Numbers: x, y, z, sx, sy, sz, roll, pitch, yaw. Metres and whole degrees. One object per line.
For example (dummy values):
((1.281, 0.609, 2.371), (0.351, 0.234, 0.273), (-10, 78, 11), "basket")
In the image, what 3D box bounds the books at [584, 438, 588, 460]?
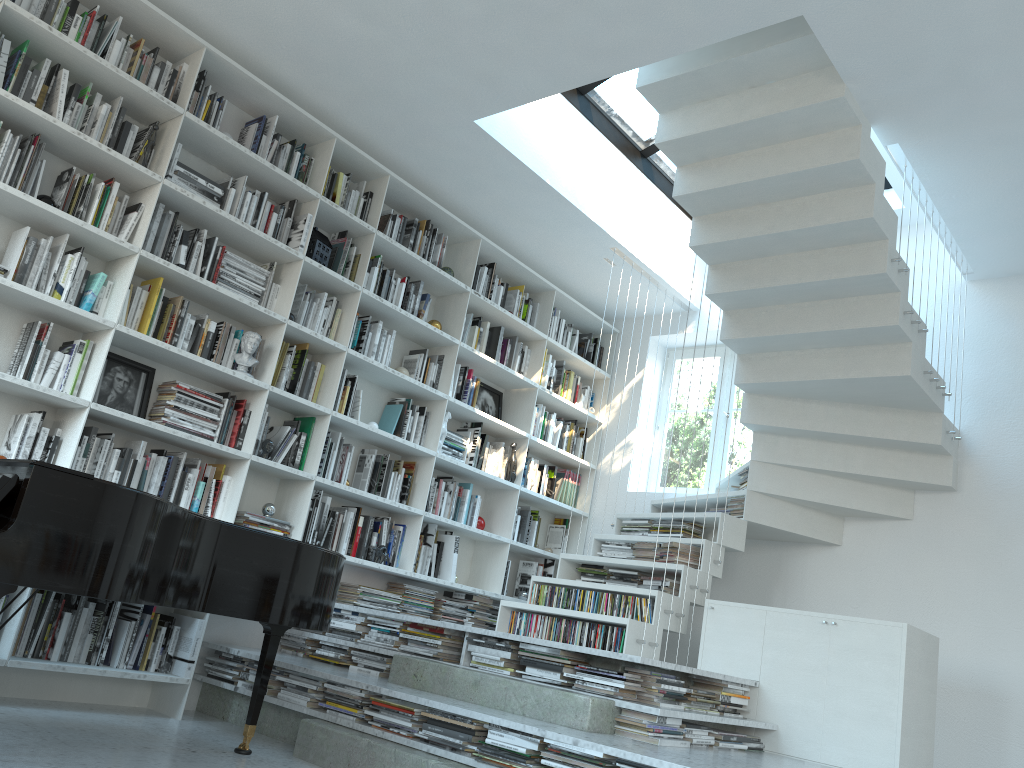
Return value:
((0.500, 0.528, 6.895), (0.184, 0.218, 0.022), (-3, -21, 40), "books")

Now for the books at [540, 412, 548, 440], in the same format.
((0.174, 0.333, 6.518), (0.158, 0.259, 0.013), (-3, -21, 40), "books")

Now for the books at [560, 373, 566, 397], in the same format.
((0.308, 0.020, 6.587), (0.184, 0.205, 0.014), (-3, -21, 40), "books")

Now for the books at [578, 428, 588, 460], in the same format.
((0.488, 0.483, 6.881), (0.186, 0.291, 0.042), (-3, -21, 40), "books")

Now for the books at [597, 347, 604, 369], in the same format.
((0.632, -0.178, 7.078), (0.187, 0.236, 0.025), (-3, -21, 40), "books")

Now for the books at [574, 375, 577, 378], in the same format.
((0.417, 0.073, 6.852), (0.151, 0.293, 0.011), (-3, -21, 40), "books")

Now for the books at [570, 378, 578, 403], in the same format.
((0.421, 0.082, 6.821), (0.160, 0.260, 0.022), (-3, -21, 40), "books")

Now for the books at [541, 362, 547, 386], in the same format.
((0.161, -0.062, 6.404), (0.165, 0.204, 0.024), (-3, -21, 40), "books")

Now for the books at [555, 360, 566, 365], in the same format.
((0.308, -0.029, 6.584), (0.152, 0.295, 0.022), (-3, -21, 40), "books")

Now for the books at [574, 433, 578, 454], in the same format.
((0.411, 0.482, 6.798), (0.177, 0.219, 0.025), (-3, -21, 40), "books")

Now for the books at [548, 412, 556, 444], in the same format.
((0.232, 0.353, 6.589), (0.166, 0.283, 0.030), (-3, -21, 40), "books")

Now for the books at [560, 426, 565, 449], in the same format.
((0.318, 0.432, 6.718), (0.146, 0.236, 0.028), (-3, -21, 40), "books")

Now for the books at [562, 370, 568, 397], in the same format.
((0.328, 0.017, 6.620), (0.165, 0.237, 0.013), (-3, -21, 40), "books")

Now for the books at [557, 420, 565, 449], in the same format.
((0.299, 0.401, 6.665), (0.184, 0.257, 0.023), (-3, -21, 40), "books")

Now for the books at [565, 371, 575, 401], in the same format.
((0.343, 0.028, 6.657), (0.248, 0.241, 0.042), (-3, -21, 40), "books")

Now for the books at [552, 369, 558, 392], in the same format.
((0.261, -0.003, 6.549), (0.135, 0.211, 0.025), (-3, -21, 40), "books")

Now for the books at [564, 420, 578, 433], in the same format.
((0.421, 0.437, 6.836), (0.140, 0.329, 0.013), (-3, -21, 40), "books")

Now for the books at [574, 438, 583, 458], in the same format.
((0.449, 0.511, 6.826), (0.192, 0.194, 0.029), (-3, -21, 40), "books")

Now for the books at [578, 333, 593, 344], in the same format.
((0.550, -0.251, 7.018), (0.162, 0.312, 0.014), (-3, -21, 40), "books")

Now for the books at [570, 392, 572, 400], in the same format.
((0.382, 0.110, 6.803), (0.156, 0.182, 0.034), (-3, -21, 40), "books")

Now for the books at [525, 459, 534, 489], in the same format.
((0.062, 0.660, 6.355), (0.180, 0.245, 0.026), (-3, -21, 40), "books")

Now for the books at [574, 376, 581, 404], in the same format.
((0.436, 0.081, 6.856), (0.163, 0.286, 0.024), (-3, -21, 40), "books")

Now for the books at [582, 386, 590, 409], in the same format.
((0.518, 0.142, 6.956), (0.163, 0.257, 0.029), (-3, -21, 40), "books")

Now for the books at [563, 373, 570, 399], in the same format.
((0.342, 0.028, 6.621), (0.174, 0.221, 0.013), (-3, -21, 40), "books")

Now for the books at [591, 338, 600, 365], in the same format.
((0.597, -0.224, 7.032), (0.190, 0.285, 0.014), (-3, -21, 40), "books")

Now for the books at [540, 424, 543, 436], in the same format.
((0.144, 0.365, 6.502), (0.157, 0.179, 0.027), (-3, -21, 40), "books")

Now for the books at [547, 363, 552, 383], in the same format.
((0.199, -0.050, 6.452), (0.161, 0.223, 0.049), (-3, -21, 40), "books")

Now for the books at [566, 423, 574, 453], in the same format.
((0.376, 0.431, 6.750), (0.188, 0.276, 0.013), (-3, -21, 40), "books")

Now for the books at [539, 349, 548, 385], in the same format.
((0.159, -0.110, 6.403), (0.183, 0.293, 0.010), (-3, -21, 40), "books")

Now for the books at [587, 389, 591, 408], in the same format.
((0.539, 0.159, 6.979), (0.160, 0.246, 0.040), (-3, -21, 40), "books")

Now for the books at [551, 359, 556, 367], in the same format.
((0.232, -0.049, 6.506), (0.158, 0.263, 0.023), (-3, -21, 40), "books")

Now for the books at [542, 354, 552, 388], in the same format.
((0.188, -0.081, 6.424), (0.189, 0.262, 0.026), (-3, -21, 40), "books")

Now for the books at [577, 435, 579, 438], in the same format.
((0.442, 0.504, 6.872), (0.131, 0.229, 0.024), (-3, -21, 40), "books")

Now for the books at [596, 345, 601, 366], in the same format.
((0.611, -0.188, 7.074), (0.185, 0.247, 0.014), (-3, -21, 40), "books")

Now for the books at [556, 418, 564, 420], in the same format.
((0.308, 0.398, 6.706), (0.132, 0.291, 0.024), (-3, -21, 40), "books")

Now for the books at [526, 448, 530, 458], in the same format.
((0.041, 0.619, 6.364), (0.141, 0.321, 0.013), (-3, -21, 40), "books")

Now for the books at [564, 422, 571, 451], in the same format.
((0.366, 0.424, 6.744), (0.151, 0.282, 0.012), (-3, -21, 40), "books")

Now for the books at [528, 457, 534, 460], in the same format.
((0.069, 0.659, 6.382), (0.157, 0.264, 0.022), (-3, -21, 40), "books")

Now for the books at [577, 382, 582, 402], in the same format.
((0.465, 0.112, 6.883), (0.154, 0.253, 0.070), (-3, -21, 40), "books")

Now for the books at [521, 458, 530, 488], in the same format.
((0.038, 0.650, 6.329), (0.170, 0.242, 0.022), (-3, -21, 40), "books")

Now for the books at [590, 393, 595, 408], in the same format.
((0.566, 0.180, 6.981), (0.170, 0.216, 0.011), (-3, -21, 40), "books")

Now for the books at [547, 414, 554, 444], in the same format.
((0.218, 0.354, 6.564), (0.172, 0.262, 0.022), (-3, -21, 40), "books")

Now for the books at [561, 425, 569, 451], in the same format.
((0.344, 0.433, 6.732), (0.160, 0.252, 0.025), (-3, -21, 40), "books")

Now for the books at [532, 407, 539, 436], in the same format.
((0.099, 0.294, 6.429), (0.173, 0.255, 0.026), (-3, -21, 40), "books")

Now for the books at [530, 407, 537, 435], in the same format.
((0.084, 0.286, 6.395), (0.182, 0.247, 0.023), (-3, -21, 40), "books")

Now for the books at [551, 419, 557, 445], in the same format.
((0.249, 0.384, 6.629), (0.161, 0.253, 0.012), (-3, -21, 40), "books")

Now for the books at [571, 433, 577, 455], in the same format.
((0.402, 0.477, 6.773), (0.188, 0.211, 0.025), (-3, -21, 40), "books")

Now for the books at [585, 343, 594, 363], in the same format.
((0.551, -0.210, 6.982), (0.192, 0.215, 0.012), (-3, -21, 40), "books")

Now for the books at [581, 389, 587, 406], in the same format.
((0.492, 0.146, 6.909), (0.180, 0.213, 0.023), (-3, -21, 40), "books")

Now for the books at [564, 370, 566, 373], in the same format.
((0.318, 0.009, 6.608), (0.144, 0.241, 0.022), (-3, -21, 40), "books")

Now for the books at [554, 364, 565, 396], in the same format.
((0.294, -0.016, 6.559), (0.189, 0.253, 0.023), (-3, -21, 40), "books")

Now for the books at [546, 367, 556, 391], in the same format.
((0.223, -0.024, 6.471), (0.190, 0.193, 0.024), (-3, -21, 40), "books")

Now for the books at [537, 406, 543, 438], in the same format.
((0.134, 0.298, 6.490), (0.162, 0.296, 0.022), (-3, -21, 40), "books")

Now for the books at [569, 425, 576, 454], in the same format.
((0.390, 0.442, 6.762), (0.173, 0.267, 0.029), (-3, -21, 40), "books")

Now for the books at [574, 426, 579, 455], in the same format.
((0.431, 0.463, 6.833), (0.149, 0.282, 0.013), (-3, -21, 40), "books")

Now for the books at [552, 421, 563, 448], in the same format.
((0.282, 0.396, 6.635), (0.177, 0.244, 0.045), (-3, -21, 40), "books")

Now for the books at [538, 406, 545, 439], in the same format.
((0.153, 0.305, 6.494), (0.165, 0.292, 0.012), (-3, -21, 40), "books")

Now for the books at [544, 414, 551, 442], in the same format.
((0.201, 0.348, 6.548), (0.156, 0.258, 0.024), (-3, -21, 40), "books")

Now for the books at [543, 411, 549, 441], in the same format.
((0.180, 0.335, 6.539), (0.152, 0.270, 0.025), (-3, -21, 40), "books")

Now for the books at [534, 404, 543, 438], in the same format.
((0.124, 0.287, 6.439), (0.185, 0.284, 0.014), (-3, -21, 40), "books")
